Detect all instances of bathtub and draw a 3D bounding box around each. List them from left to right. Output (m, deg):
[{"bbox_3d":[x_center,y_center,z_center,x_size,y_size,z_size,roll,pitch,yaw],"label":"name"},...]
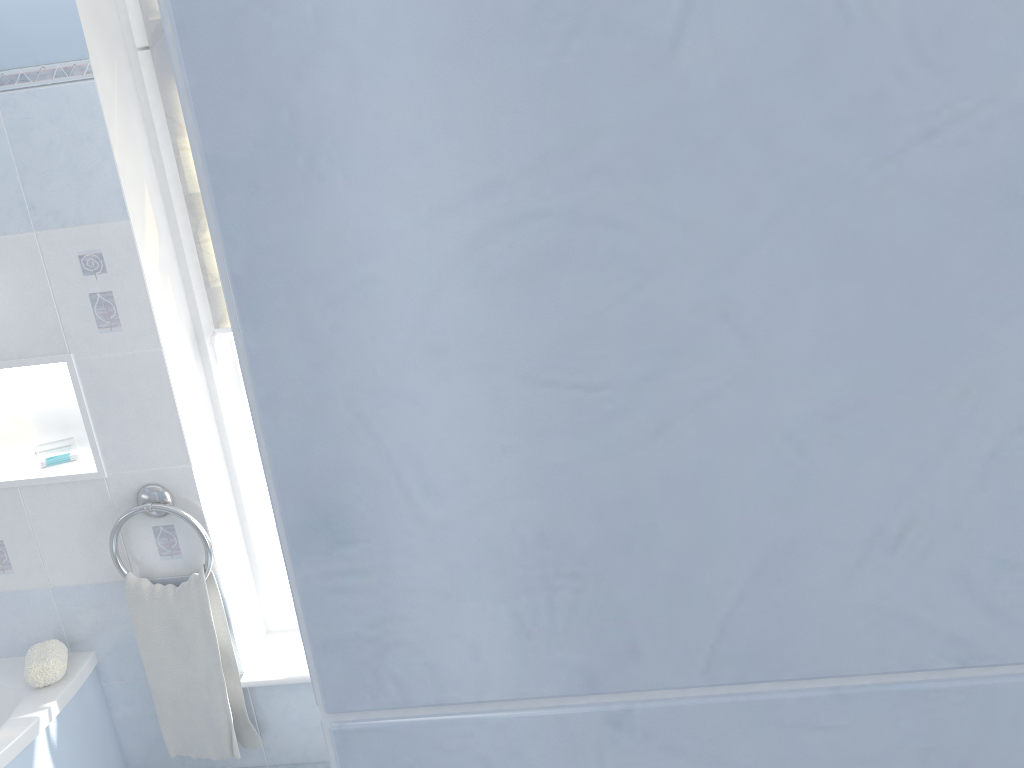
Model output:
[{"bbox_3d":[-2.035,1.230,1.996,1.596,0.670,1.578,-6,17,5],"label":"bathtub"}]

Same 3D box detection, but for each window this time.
[{"bbox_3d":[-0.529,-0.228,2.467,0.758,2.067,0.142,-6,17,5],"label":"window"}]

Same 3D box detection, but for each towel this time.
[{"bbox_3d":[-0.920,0.812,2.555,0.280,0.635,0.083,-6,17,6],"label":"towel"}]

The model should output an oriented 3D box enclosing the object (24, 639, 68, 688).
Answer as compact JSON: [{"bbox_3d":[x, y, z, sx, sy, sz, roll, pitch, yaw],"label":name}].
[{"bbox_3d":[-1.320,0.790,2.514,0.105,0.077,0.165,-15,19,-22],"label":"object"}]

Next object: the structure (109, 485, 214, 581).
[{"bbox_3d":[-0.973,0.440,2.461,0.291,0.332,0.051,-6,17,5],"label":"structure"}]

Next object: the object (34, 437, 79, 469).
[{"bbox_3d":[-1.307,0.198,2.548,0.102,0.053,0.072,-14,18,-19],"label":"object"}]

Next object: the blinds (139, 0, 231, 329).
[{"bbox_3d":[-0.595,-0.652,2.273,0.598,1.032,0.046,-6,17,5],"label":"blinds"}]
